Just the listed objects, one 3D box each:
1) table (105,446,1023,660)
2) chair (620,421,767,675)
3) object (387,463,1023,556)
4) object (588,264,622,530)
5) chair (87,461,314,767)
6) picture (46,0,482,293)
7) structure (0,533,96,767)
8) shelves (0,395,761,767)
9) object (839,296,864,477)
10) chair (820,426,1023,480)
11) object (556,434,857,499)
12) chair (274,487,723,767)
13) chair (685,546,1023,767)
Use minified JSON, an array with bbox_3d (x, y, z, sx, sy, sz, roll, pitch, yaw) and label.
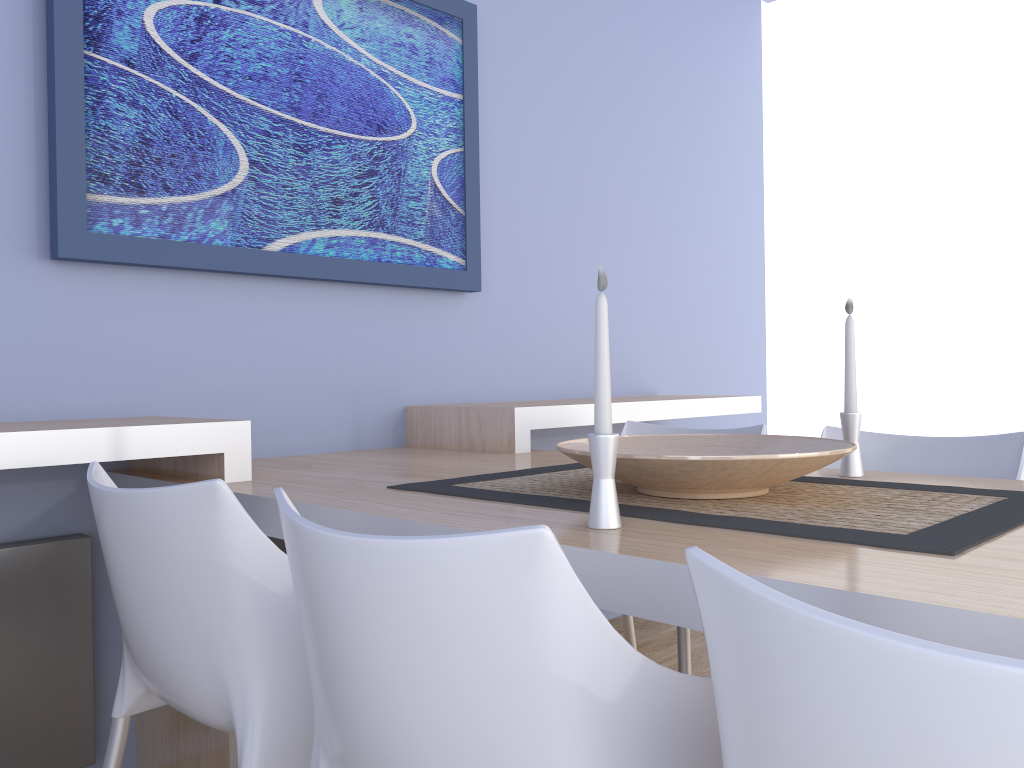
[{"bbox_3d":[0.250,0.544,1.578,2.340,0.718,1.002,-1,0,45],"label":"table"},{"bbox_3d":[0.372,0.501,2.265,0.510,0.793,0.486,-1,0,45],"label":"chair"},{"bbox_3d":[0.327,0.183,1.507,0.986,0.005,0.594,-1,0,44],"label":"object"},{"bbox_3d":[0.120,0.015,1.174,0.045,0.349,0.045,-1,0,-4],"label":"object"},{"bbox_3d":[-0.410,0.519,1.425,0.510,0.793,0.486,-1,0,45],"label":"chair"},{"bbox_3d":[-0.560,-0.733,2.367,0.049,0.901,1.252,-1,0,45],"label":"picture"},{"bbox_3d":[-0.691,0.579,2.221,0.064,0.503,3.843,-1,0,45],"label":"structure"},{"bbox_3d":[-0.611,0.494,2.046,0.463,0.840,3.901,-1,0,45],"label":"shelves"},{"bbox_3d":[0.654,0.003,1.714,0.045,0.349,0.045,-1,0,45],"label":"object"},{"bbox_3d":[0.790,0.497,1.852,0.486,0.793,0.510,-1,0,-45],"label":"chair"},{"bbox_3d":[0.322,0.140,1.506,0.493,0.081,0.493,-1,0,-27],"label":"object"},{"bbox_3d":[-0.001,0.515,1.021,0.510,0.793,0.486,-1,0,45],"label":"chair"},{"bbox_3d":[0.407,0.511,0.618,0.510,0.793,0.486,-1,0,45],"label":"chair"}]
